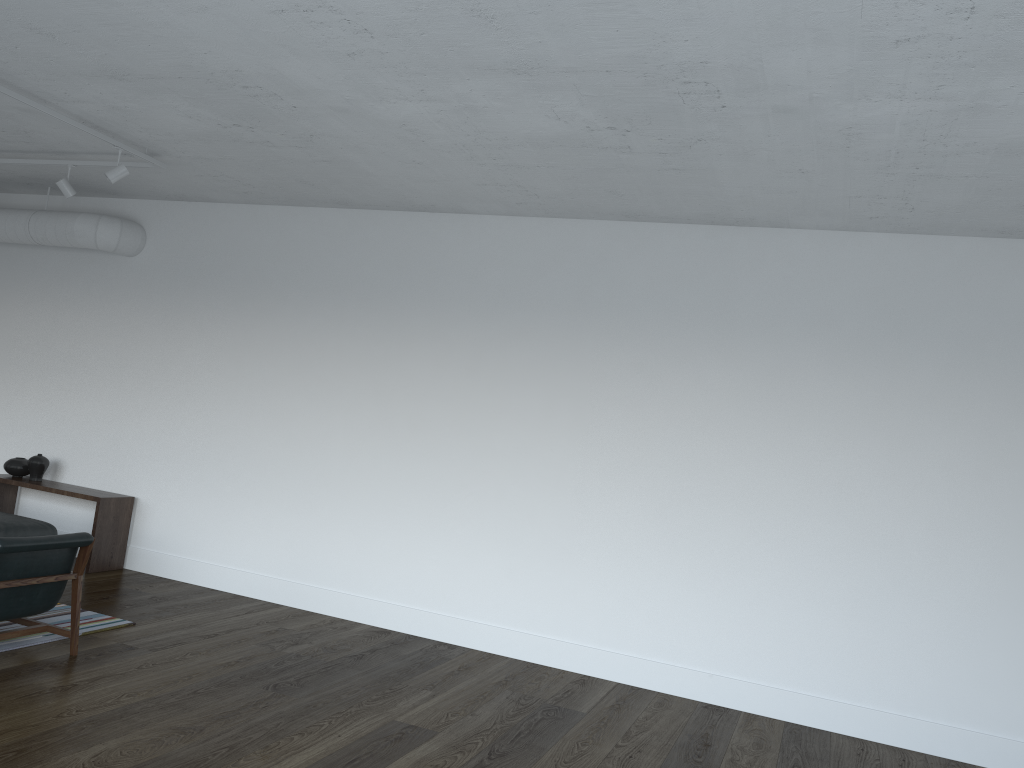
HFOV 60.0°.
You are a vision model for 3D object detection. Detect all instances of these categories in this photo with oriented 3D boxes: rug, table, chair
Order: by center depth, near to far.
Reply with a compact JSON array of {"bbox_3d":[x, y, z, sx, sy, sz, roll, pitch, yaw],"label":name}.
[{"bbox_3d":[-2.987,1.114,4.937,0.983,0.698,0.678,7,-4,20],"label":"chair"},{"bbox_3d":[-4.698,1.243,5.244,3.760,0.012,2.735,7,-4,20],"label":"rug"},{"bbox_3d":[-3.968,1.179,7.634,1.362,0.617,0.375,7,-4,20],"label":"table"}]

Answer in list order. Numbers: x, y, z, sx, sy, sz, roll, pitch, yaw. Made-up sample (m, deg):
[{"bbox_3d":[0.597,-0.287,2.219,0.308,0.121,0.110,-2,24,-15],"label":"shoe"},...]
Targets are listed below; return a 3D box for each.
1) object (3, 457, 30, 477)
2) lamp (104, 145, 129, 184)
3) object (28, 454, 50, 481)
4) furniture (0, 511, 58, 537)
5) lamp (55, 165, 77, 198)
[{"bbox_3d":[-4.378,0.740,7.877,0.245,0.168,0.245,7,-3,12],"label":"object"},{"bbox_3d":[-2.669,-1.491,6.015,0.154,0.285,0.088,9,-4,-24],"label":"lamp"},{"bbox_3d":[-4.163,0.731,7.786,0.171,0.236,0.171,6,-4,25],"label":"object"},{"bbox_3d":[-3.926,1.193,6.572,0.827,0.476,0.583,7,-4,20],"label":"furniture"},{"bbox_3d":[-3.352,-1.545,6.692,0.100,0.285,0.154,5,-5,43],"label":"lamp"}]
